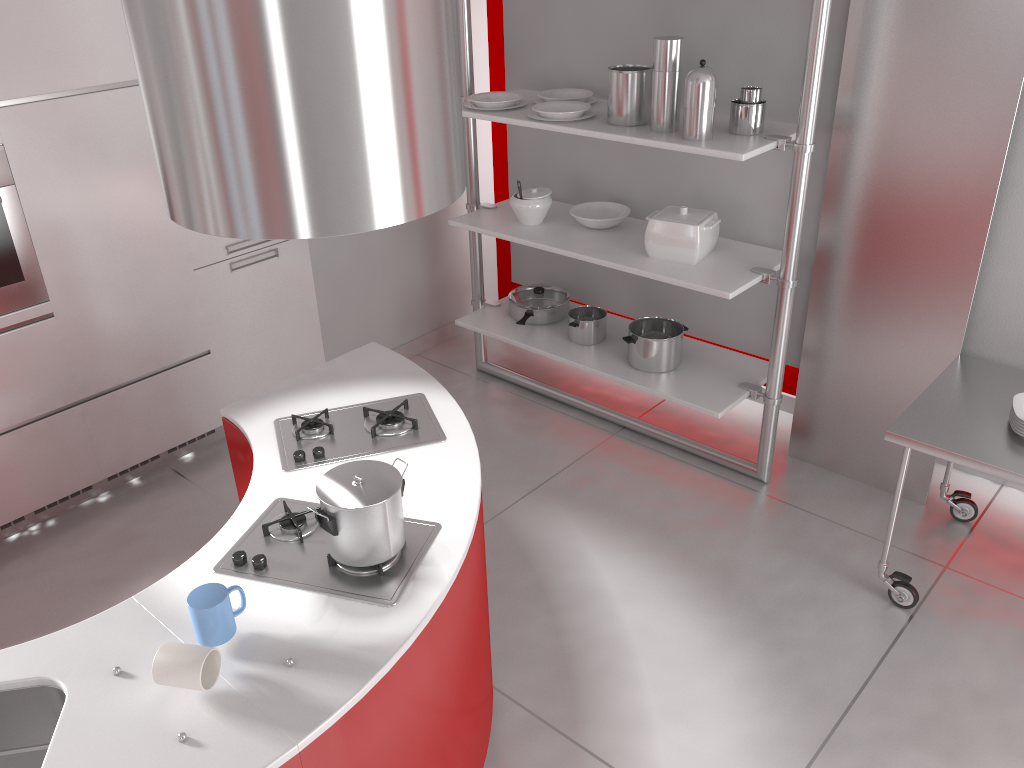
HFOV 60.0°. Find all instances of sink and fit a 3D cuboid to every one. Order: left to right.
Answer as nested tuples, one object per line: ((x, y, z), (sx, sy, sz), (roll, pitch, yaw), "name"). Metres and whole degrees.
((-0.985, 0.777, 1.610), (0.326, 0.172, 0.428), (-6, 28, -7), "sink")

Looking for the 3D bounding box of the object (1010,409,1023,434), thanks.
((1.698, 0.131, 2.801), (0.228, 0.020, 0.228), (10, 30, 21), "object")

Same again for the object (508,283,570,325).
((0.097, -0.396, 4.364), (0.407, 0.130, 0.308), (-23, 35, -35), "object")

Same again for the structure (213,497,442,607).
((-0.426, 0.369, 2.073), (0.457, 0.037, 0.303), (7, 29, 15), "structure")

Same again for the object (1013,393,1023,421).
((1.697, 0.095, 2.781), (0.228, 0.020, 0.228), (10, 30, 21), "object")

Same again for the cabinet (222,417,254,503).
((-1.600, 0.712, 2.411), (1.875, 0.761, 1.025), (-3, 28, -2), "cabinet")

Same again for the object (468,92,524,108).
((-0.071, -1.235, 3.878), (0.244, 0.042, 0.244), (12, 31, 24), "object")

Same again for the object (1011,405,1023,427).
((1.697, 0.113, 2.791), (0.228, 0.020, 0.228), (10, 30, 21), "object")

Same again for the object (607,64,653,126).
((0.456, -1.134, 3.478), (0.172, 0.205, 0.184), (-25, 36, -36), "object")

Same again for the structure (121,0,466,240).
((-0.438, -0.841, 1.738), (0.644, 0.958, 0.644), (2, 28, 8), "structure")

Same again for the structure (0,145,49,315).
((-1.970, -0.466, 3.058), (0.050, 0.589, 0.599), (22, 36, 37), "structure")

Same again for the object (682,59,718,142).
((0.674, -1.019, 3.178), (0.115, 0.274, 0.115), (17, 33, 31), "object")

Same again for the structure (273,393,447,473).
((-0.443, 0.118, 2.544), (0.457, 0.037, 0.303), (-10, 29, -15), "structure")

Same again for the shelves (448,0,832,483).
((0.419, -0.979, 3.691), (1.735, 2.599, 0.535), (22, 36, 37), "shelves")

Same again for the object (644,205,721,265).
((0.692, -0.623, 3.601), (0.282, 0.197, 0.235), (15, 32, 28), "object")

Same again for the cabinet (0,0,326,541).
((-2.000, -0.490, 3.538), (0.614, 2.026, 2.398), (22, 36, 37), "cabinet")

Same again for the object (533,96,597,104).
((0.234, -1.243, 3.903), (0.280, 0.015, 0.280), (-7, 28, -9), "object")

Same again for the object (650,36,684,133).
((0.576, -1.112, 3.301), (0.109, 0.329, 0.110), (20, 35, 35), "object")

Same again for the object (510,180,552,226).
((0.085, -0.835, 4.015), (0.192, 0.214, 0.192), (13, 31, 25), "object")

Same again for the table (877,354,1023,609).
((2.045, 0.555, 2.751), (1.627, 0.682, 0.749), (22, 36, 38), "table")

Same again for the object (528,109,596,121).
((0.204, -1.106, 3.648), (0.280, 0.015, 0.280), (-11, 29, -16), "object")

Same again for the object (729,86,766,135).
((0.870, -1.010, 3.272), (0.127, 0.157, 0.127), (-21, 34, -32), "object")

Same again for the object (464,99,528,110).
((-0.071, -1.223, 3.884), (0.280, 0.015, 0.280), (-7, 28, -9), "object")

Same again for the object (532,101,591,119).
((0.204, -1.118, 3.641), (0.244, 0.042, 0.244), (12, 31, 24), "object")

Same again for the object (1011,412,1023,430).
((1.697, 0.122, 2.796), (0.228, 0.020, 0.228), (10, 30, 21), "object")

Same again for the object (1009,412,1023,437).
((1.698, 0.140, 2.805), (0.228, 0.020, 0.228), (10, 30, 21), "object")

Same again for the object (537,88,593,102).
((0.234, -1.255, 3.896), (0.244, 0.042, 0.244), (16, 33, 30), "object")

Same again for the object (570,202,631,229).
((0.394, -0.744, 3.978), (0.272, 0.072, 0.272), (1, 28, 6), "object")

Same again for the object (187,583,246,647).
((-0.603, 0.460, 1.806), (0.080, 0.100, 0.109), (6, 29, 14), "object")

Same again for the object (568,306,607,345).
((0.350, -0.273, 4.127), (0.182, 0.122, 0.196), (-2, 28, 1), "object")

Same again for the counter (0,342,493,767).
((-1.425, 0.835, 2.238), (2.865, 0.880, 1.868), (-8, 29, -12), "counter")

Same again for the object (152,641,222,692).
((-0.613, 0.529, 1.696), (0.100, 0.080, 0.109), (4, 29, 11), "object")

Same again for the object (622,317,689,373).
((0.626, -0.173, 3.881), (0.240, 0.161, 0.259), (11, 31, 22), "object")

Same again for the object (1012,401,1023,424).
((1.697, 0.104, 2.786), (0.228, 0.020, 0.228), (10, 30, 21), "object")

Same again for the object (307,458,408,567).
((-0.335, 0.284, 1.992), (0.189, 0.185, 0.218), (0, 28, 4), "object")
